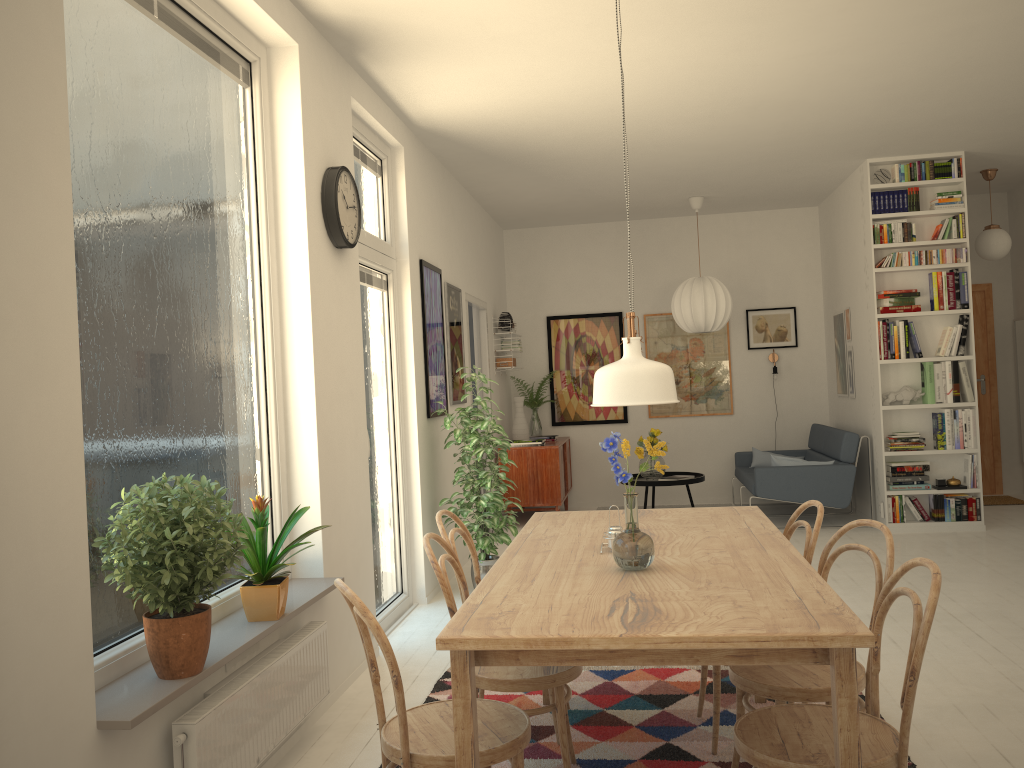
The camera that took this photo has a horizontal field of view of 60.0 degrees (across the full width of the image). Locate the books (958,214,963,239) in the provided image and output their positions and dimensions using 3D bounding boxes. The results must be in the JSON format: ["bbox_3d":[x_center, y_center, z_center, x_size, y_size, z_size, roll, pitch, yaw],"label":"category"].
[{"bbox_3d":[3.454,-1.207,6.892,0.014,0.188,0.218,-3,0,8],"label":"books"}]

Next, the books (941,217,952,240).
[{"bbox_3d":[3.364,-1.194,6.905,0.065,0.168,0.228,-3,0,8],"label":"books"}]

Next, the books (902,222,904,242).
[{"bbox_3d":[3.037,-1.170,6.939,0.013,0.159,0.176,-3,0,8],"label":"books"}]

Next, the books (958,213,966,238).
[{"bbox_3d":[3.472,-1.214,6.887,0.022,0.199,0.212,-3,0,8],"label":"books"}]

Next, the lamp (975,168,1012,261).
[{"bbox_3d":[4.053,-1.426,7.498,0.275,0.767,0.275,-3,0,3],"label":"lamp"}]

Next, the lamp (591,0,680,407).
[{"bbox_3d":[0.280,-0.744,2.311,0.229,1.596,0.229,-3,-1,-36],"label":"lamp"}]

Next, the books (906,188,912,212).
[{"bbox_3d":[3.091,-1.422,6.959,0.020,0.191,0.205,-3,0,8],"label":"books"}]

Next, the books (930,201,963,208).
[{"bbox_3d":[3.369,-1.387,6.907,0.200,0.018,0.208,-3,0,8],"label":"books"}]

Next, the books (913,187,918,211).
[{"bbox_3d":[3.130,-1.424,6.942,0.020,0.191,0.205,-3,0,8],"label":"books"}]

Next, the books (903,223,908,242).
[{"bbox_3d":[3.058,-1.169,6.955,0.024,0.155,0.206,-3,0,8],"label":"books"}]

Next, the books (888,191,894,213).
[{"bbox_3d":[2.956,-1.410,6.968,0.034,0.179,0.188,-3,0,8],"label":"books"}]

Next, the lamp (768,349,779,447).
[{"bbox_3d":[2.489,0.369,8.773,0.360,1.416,0.112,-3,0,8],"label":"lamp"}]

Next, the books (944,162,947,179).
[{"bbox_3d":[3.340,-1.638,6.878,0.017,0.130,0.150,-3,0,8],"label":"books"}]

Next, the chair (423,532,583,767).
[{"bbox_3d":[-0.020,0.871,2.811,0.483,0.811,0.385,-3,0,6],"label":"chair"}]

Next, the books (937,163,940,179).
[{"bbox_3d":[3.288,-1.635,6.886,0.017,0.130,0.150,-3,0,8],"label":"books"}]

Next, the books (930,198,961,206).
[{"bbox_3d":[3.356,-1.411,6.907,0.173,0.030,0.199,-3,0,-2],"label":"books"}]

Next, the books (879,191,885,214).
[{"bbox_3d":[2.887,-1.407,6.978,0.034,0.179,0.188,-3,0,8],"label":"books"}]

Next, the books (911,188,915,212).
[{"bbox_3d":[3.111,-1.423,6.953,0.020,0.191,0.205,-3,0,8],"label":"books"}]

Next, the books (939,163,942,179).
[{"bbox_3d":[3.305,-1.636,6.883,0.017,0.130,0.150,-3,0,8],"label":"books"}]

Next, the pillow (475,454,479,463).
[{"bbox_3d":[-0.361,0.690,8.802,0.237,0.385,0.767,-3,0,6],"label":"pillow"}]

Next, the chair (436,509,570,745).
[{"bbox_3d":[-0.022,0.871,3.318,0.483,0.811,0.385,-3,0,11],"label":"chair"}]

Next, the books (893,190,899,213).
[{"bbox_3d":[2.991,-1.412,6.963,0.034,0.179,0.188,-3,0,8],"label":"books"}]

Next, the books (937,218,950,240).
[{"bbox_3d":[3.333,-1.189,6.923,0.092,0.165,0.222,-3,0,8],"label":"books"}]

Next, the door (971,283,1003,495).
[{"bbox_3d":[4.213,0.068,8.634,0.931,2.033,0.159,-3,0,8],"label":"door"}]

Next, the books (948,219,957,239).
[{"bbox_3d":[3.408,-1.187,6.895,0.030,0.153,0.199,-3,0,8],"label":"books"}]

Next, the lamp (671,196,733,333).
[{"bbox_3d":[1.699,-1.078,8.028,0.536,1.229,0.536,-3,-1,42],"label":"lamp"}]

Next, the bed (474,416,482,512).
[{"bbox_3d":[-1.024,0.857,8.861,1.656,0.974,0.933,-3,0,8],"label":"bed"}]

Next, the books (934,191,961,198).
[{"bbox_3d":[3.378,-1.461,6.899,0.169,0.032,0.188,-3,0,13],"label":"books"}]

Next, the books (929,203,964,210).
[{"bbox_3d":[3.369,-1.359,6.908,0.214,0.038,0.222,-3,0,8],"label":"books"}]

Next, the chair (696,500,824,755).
[{"bbox_3d":[0.864,0.827,3.129,0.483,0.811,0.385,-3,0,6],"label":"chair"}]

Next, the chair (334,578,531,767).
[{"bbox_3d":[-0.190,0.879,2.272,0.483,0.811,0.385,-3,0,-19],"label":"chair"}]

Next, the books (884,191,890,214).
[{"bbox_3d":[2.922,-1.408,6.973,0.034,0.179,0.188,-3,0,8],"label":"books"}]

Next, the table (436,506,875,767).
[{"bbox_3d":[0.426,0.887,2.711,0.894,0.749,1.797,-3,0,8],"label":"table"}]

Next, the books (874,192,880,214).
[{"bbox_3d":[2.852,-1.405,6.983,0.034,0.179,0.188,-3,0,8],"label":"books"}]

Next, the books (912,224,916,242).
[{"bbox_3d":[3.118,-1.166,6.932,0.020,0.145,0.189,-3,0,8],"label":"books"}]

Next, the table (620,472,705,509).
[{"bbox_3d":[1.373,1.030,8.056,0.761,0.386,0.761,-3,0,24],"label":"table"}]

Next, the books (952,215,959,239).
[{"bbox_3d":[3.437,-1.206,6.908,0.022,0.187,0.186,-3,0,8],"label":"books"}]

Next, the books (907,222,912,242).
[{"bbox_3d":[3.077,-1.169,6.919,0.023,0.153,0.176,-3,0,8],"label":"books"}]

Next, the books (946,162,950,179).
[{"bbox_3d":[3.357,-1.639,6.876,0.017,0.130,0.150,-3,0,8],"label":"books"}]

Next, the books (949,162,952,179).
[{"bbox_3d":[3.374,-1.640,6.873,0.017,0.130,0.150,-3,0,8],"label":"books"}]

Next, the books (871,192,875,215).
[{"bbox_3d":[2.818,-1.403,6.988,0.034,0.179,0.188,-3,0,8],"label":"books"}]

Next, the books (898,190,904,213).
[{"bbox_3d":[3.026,-1.414,6.958,0.034,0.179,0.188,-3,0,8],"label":"books"}]

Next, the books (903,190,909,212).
[{"bbox_3d":[3.060,-1.415,6.953,0.034,0.179,0.188,-3,0,8],"label":"books"}]

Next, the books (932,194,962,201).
[{"bbox_3d":[3.368,-1.436,6.883,0.179,0.016,0.208,-3,0,13],"label":"books"}]

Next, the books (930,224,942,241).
[{"bbox_3d":[3.303,-1.170,6.940,0.073,0.129,0.200,-3,0,8],"label":"books"}]

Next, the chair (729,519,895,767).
[{"bbox_3d":[0.883,0.826,2.619,0.483,0.811,0.385,-3,0,-9],"label":"chair"}]

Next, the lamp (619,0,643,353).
[{"bbox_3d":[0.404,-0.749,3.161,0.229,1.596,0.229,-3,-1,43],"label":"lamp"}]

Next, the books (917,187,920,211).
[{"bbox_3d":[3.151,-1.425,6.950,0.020,0.191,0.205,-3,0,8],"label":"books"}]

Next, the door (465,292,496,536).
[{"bbox_3d":[-0.680,0.312,7.514,0.882,2.033,0.955,-3,0,8],"label":"door"}]

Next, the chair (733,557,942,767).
[{"bbox_3d":[0.777,0.831,2.119,0.483,0.811,0.385,-3,0,11],"label":"chair"}]

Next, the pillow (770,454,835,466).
[{"bbox_3d":[2.358,0.735,7.256,0.533,0.353,0.141,-3,0,8],"label":"pillow"}]

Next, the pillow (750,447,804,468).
[{"bbox_3d":[2.546,0.736,8.519,0.539,0.277,0.157,-3,0,10],"label":"pillow"}]

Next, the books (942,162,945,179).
[{"bbox_3d":[3.322,-1.637,6.881,0.017,0.130,0.150,-3,0,8],"label":"books"}]
